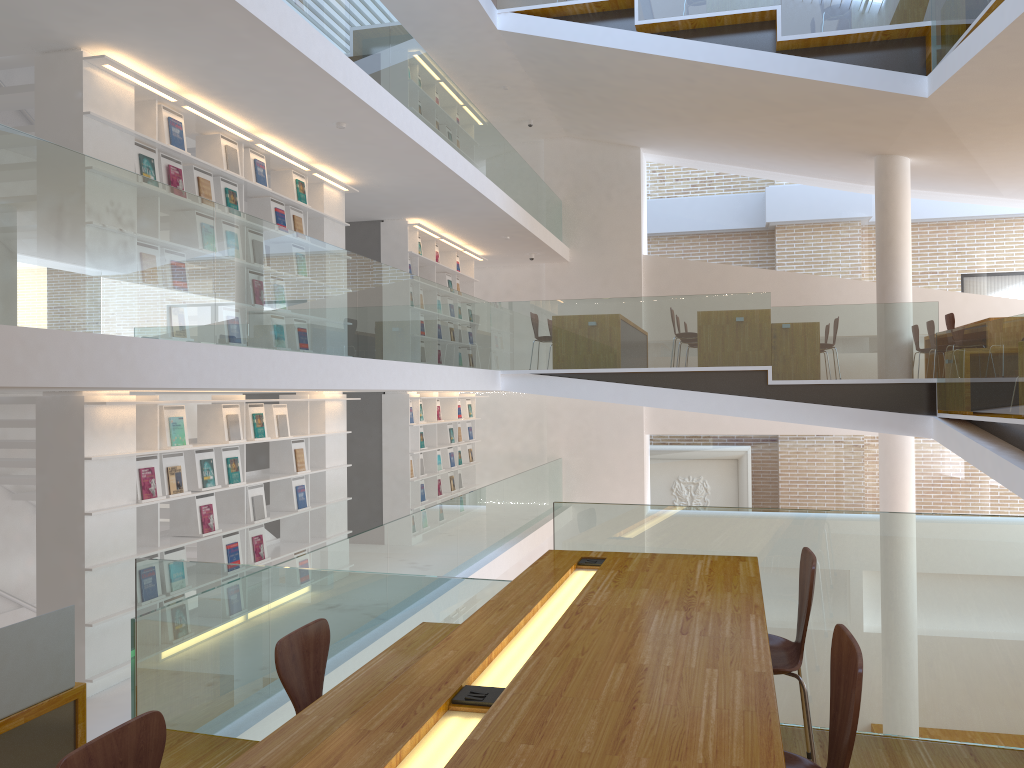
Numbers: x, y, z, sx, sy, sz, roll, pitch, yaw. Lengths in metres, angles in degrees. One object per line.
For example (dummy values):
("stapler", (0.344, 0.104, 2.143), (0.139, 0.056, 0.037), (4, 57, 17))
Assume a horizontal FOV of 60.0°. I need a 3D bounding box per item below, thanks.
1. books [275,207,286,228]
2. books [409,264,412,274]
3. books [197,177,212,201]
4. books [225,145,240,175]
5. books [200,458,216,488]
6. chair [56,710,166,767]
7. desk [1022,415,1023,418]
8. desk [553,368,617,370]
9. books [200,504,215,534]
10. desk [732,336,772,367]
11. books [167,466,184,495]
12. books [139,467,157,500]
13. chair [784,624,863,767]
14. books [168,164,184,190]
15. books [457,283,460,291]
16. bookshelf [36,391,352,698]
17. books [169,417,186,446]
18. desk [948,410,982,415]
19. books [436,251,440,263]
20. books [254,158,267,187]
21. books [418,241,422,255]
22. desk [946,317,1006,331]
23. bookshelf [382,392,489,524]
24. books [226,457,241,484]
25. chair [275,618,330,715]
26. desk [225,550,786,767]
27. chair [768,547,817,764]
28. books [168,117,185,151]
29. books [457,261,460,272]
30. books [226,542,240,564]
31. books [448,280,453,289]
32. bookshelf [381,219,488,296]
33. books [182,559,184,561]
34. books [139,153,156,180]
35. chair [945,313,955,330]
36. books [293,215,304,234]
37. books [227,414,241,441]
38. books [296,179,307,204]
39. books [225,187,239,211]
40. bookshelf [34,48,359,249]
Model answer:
("books", (-1.976, -1.393, 7.584), (0.037, 0.210, 0.145), (-1, -1, 14))
("books", (-1.245, -1.352, 10.729), (0.037, 0.210, 0.145), (-1, -1, 14))
("books", (-2.249, -1.400, 6.502), (0.037, 0.210, 0.145), (-1, -1, 14))
("books", (-2.161, -1.727, 6.857), (0.037, 0.210, 0.145), (-1, -1, 14))
("books", (-2.227, 0.655, 6.493), (0.037, 0.210, 0.145), (-1, -1, 14))
("chair", (-0.802, 1.188, 2.101), (0.381, 0.693, 0.428), (-1, -1, 14))
("desk", (5.447, 0.149, 6.035), (3.216, 1.022, 1.248), (-1, -1, 14))
("desk", (1.212, -0.449, 11.376), (0.760, 0.606, 3.194), (-1, -1, 14))
("books", (-2.225, 0.989, 6.479), (0.037, 0.210, 0.145), (-1, -1, 14))
("desk", (2.990, -0.397, 10.925), (1.248, 0.757, 3.196), (-1, -1, 14))
("books", (-2.326, 0.674, 6.129), (0.037, 0.210, 0.145), (-1, -1, 14))
("books", (-2.392, 0.656, 5.831), (0.037, 0.210, 0.145), (-1, -1, 14))
("chair", (0.498, 0.857, 1.776), (0.381, 0.693, 0.428), (-1, -1, 14))
("books", (-2.334, -1.405, 6.166), (0.037, 0.210, 0.145), (-1, -1, 14))
("books", (-0.767, -1.332, 12.638), (0.037, 0.210, 0.145), (-1, -1, 14))
("bookshelf", (-2.230, 0.979, 7.077), (0.397, 1.836, 3.666), (-1, -1, 14))
("books", (-2.315, 0.333, 6.140), (0.037, 0.210, 0.145), (-1, -1, 14))
("desk", (5.857, -0.039, 8.028), (3.356, 0.606, 0.760), (-1, -1, 14))
("books", (-0.992, -1.655, 11.761), (0.037, 0.210, 0.145), (-1, -1, 14))
("books", (-2.058, -1.725, 7.264), (0.037, 0.210, 0.145), (-1, -1, 14))
("books", (-1.160, -1.677, 11.094), (0.037, 0.210, 0.145), (-1, -1, 14))
("desk", (5.788, -0.280, 10.285), (1.247, 0.762, 3.194), (-1, -1, 14))
("bookshelf", (-0.939, 1.024, 11.973), (0.498, 1.836, 2.984), (-1, -1, 14))
("books", (-2.140, 0.669, 6.819), (0.037, 0.210, 0.145), (-1, -1, 14))
("chair", (-0.564, 1.197, 3.042), (0.381, 0.693, 0.428), (-1, -1, 14))
("desk", (-0.126, 1.067, 1.793), (1.285, 0.918, 3.236), (-1, -1, 14))
("chair", (0.735, 0.866, 2.718), (0.381, 0.693, 0.428), (-1, -1, 14))
("books", (-2.334, -1.735, 6.171), (0.037, 0.210, 0.145), (-1, -1, 14))
("books", (-0.770, -1.647, 12.642), (0.037, 0.210, 0.145), (-1, -1, 14))
("books", (-2.137, 1.327, 6.807), (0.037, 0.210, 0.145), (-1, -1, 14))
("books", (-0.852, -1.335, 12.299), (0.037, 0.210, 0.145), (-1, -1, 14))
("bookshelf", (-0.960, -1.037, 11.997), (0.498, 1.836, 2.984), (-1, -1, 14))
("books", (-2.305, 1.330, 6.131), (0.037, 0.210, 0.145), (-1, -1, 14))
("books", (-2.410, -1.404, 5.870), (0.037, 0.210, 0.145), (-1, -1, 14))
("chair", (4.804, -0.399, 9.363), (0.381, 0.693, 0.428), (-1, -1, 14))
("books", (-1.899, -1.387, 7.891), (0.037, 0.210, 0.145), (-1, -1, 14))
("books", (-2.141, 0.339, 6.829), (0.037, 0.210, 0.145), (-1, -1, 14))
("books", (-1.887, -1.717, 7.944), (0.037, 0.210, 0.145), (-1, -1, 14))
("books", (-2.159, -1.397, 6.846), (0.037, 0.210, 0.145), (-1, -1, 14))
("bookshelf", (-2.201, -1.082, 7.089), (0.498, 1.836, 3.666), (-1, -1, 14))
